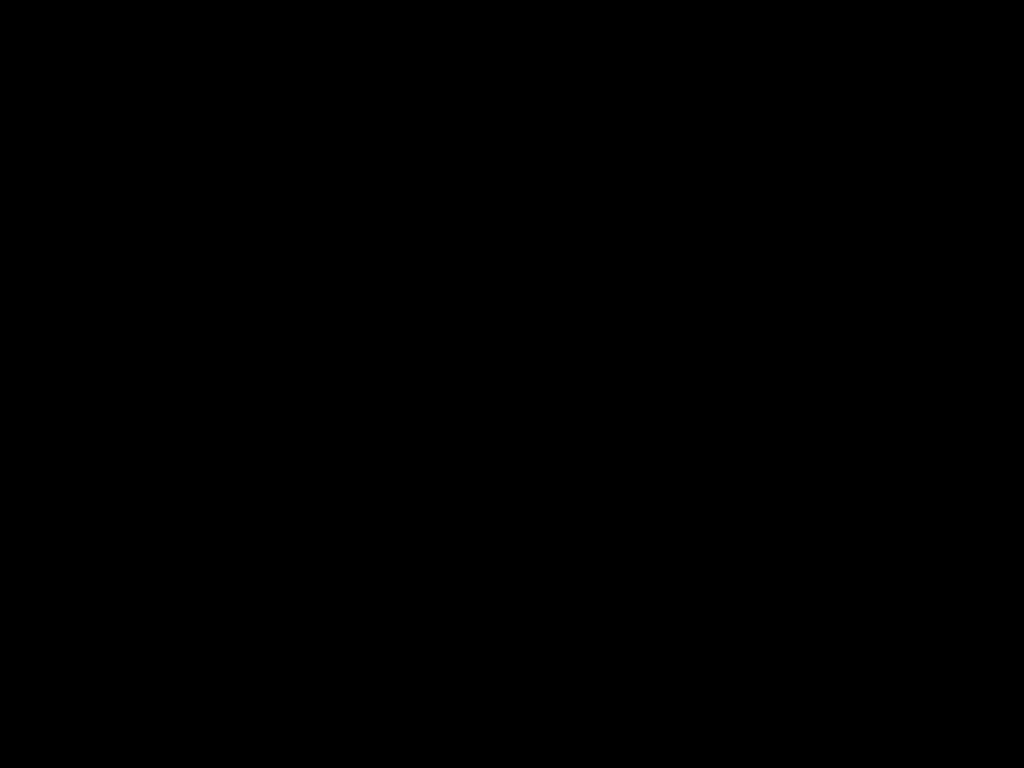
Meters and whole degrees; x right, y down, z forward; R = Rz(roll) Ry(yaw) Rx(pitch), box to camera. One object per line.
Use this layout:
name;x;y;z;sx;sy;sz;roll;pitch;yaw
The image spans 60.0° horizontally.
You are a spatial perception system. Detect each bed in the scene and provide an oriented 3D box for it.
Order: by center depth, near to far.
bed;0.106;-0.285;0.535;2.087;0.994;3.009;2;-1;-44

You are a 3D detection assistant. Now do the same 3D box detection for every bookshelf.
bookshelf;-1.172;0.041;1.843;1.495;0.303;0.643;2;-1;-44

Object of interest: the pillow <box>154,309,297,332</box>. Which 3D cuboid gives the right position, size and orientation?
pillow;-0.764;-0.212;1.889;0.470;0.241;0.498;1;-1;11
